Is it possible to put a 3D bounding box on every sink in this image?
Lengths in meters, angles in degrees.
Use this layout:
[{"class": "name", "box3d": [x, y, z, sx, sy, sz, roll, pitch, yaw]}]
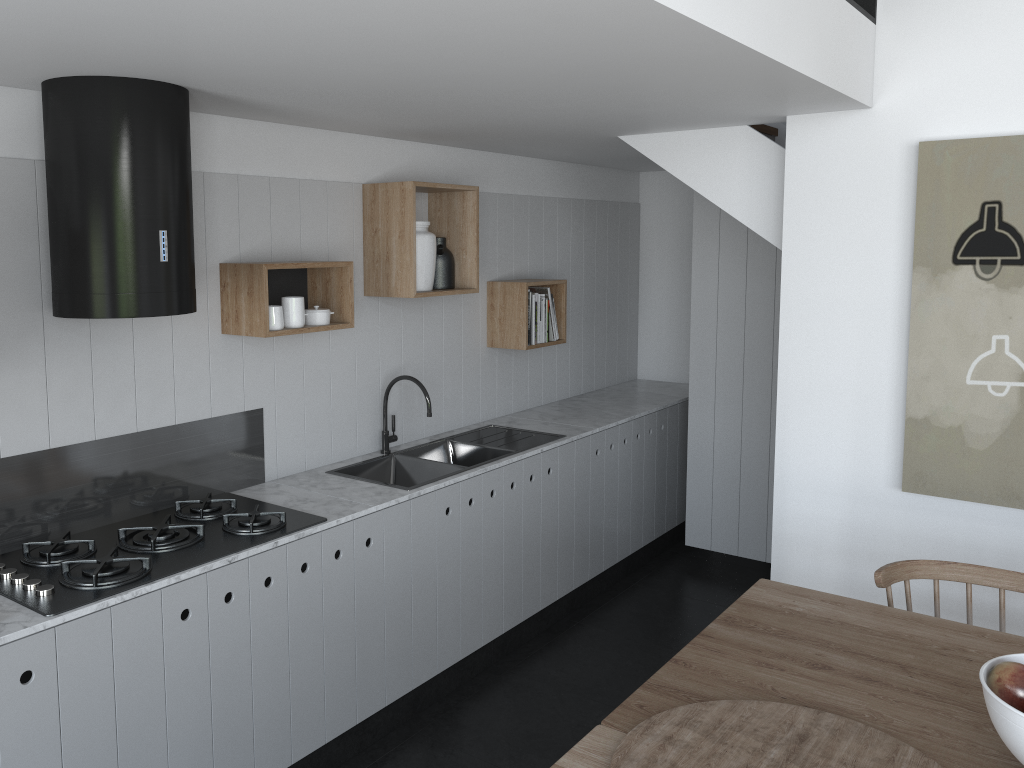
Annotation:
[{"class": "sink", "box3d": [-0.251, 0.387, 3.960, 0.466, 0.165, 1.149, 6, 11, 35]}]

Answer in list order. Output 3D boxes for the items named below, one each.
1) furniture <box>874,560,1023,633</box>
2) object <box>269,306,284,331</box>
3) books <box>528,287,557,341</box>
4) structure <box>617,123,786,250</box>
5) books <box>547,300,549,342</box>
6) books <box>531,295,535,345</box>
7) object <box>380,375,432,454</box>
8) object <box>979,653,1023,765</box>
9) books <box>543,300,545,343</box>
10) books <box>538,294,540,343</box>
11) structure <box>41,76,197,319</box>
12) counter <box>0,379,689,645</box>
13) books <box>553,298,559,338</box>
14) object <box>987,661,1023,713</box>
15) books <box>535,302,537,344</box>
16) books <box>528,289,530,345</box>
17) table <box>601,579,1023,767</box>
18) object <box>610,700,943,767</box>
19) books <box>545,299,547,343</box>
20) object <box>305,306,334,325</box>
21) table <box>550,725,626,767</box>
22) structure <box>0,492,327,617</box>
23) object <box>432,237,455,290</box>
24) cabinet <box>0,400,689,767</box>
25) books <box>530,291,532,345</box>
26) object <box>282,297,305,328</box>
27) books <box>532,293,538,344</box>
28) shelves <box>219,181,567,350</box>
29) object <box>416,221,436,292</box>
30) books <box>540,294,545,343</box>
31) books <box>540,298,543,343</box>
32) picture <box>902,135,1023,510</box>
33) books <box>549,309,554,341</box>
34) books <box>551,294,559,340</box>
[{"class": "furniture", "box3d": [1.501, 0.964, 1.947, 1.402, 0.806, 0.531, 6, 9, 36]}, {"class": "object", "box3d": [-0.869, -0.238, 3.205, 0.082, 0.087, 0.085, -3, 8, -18]}, {"class": "books", "box3d": [0.151, -0.376, 4.729, 0.161, 0.289, 0.095, 5, 8, 36]}, {"class": "structure", "box3d": [2.102, -0.008, 3.475, 3.714, 2.616, 1.031, 6, 9, 36]}, {"class": "books", "box3d": [0.133, -0.336, 4.687, 0.147, 0.222, 0.014, 5, 8, 36]}, {"class": "books", "box3d": [0.049, -0.336, 4.583, 0.168, 0.256, 0.014, 5, 8, 36]}, {"class": "object", "box3d": [-0.453, 0.144, 3.888, 0.298, 0.372, 0.088, 5, 8, 36]}, {"class": "object", "box3d": [0.973, 0.608, 1.504, 0.323, 0.163, 0.308, 5, 10, 32]}, {"class": "books", "box3d": [0.109, -0.334, 4.663, 0.148, 0.225, 0.011, 5, 8, 36]}, {"class": "books", "box3d": [0.077, -0.347, 4.649, 0.168, 0.256, 0.014, 5, 8, 36]}, {"class": "structure", "box3d": [-1.187, -0.648, 2.680, 0.411, 0.864, 0.419, -1, 7, -8]}, {"class": "counter", "box3d": [-0.620, 0.396, 3.485, 0.597, 0.020, 5.980, 6, 11, 35]}, {"class": "books", "box3d": [0.175, -0.355, 4.757, 0.148, 0.220, 0.068, 5, 8, 36]}, {"class": "object", "box3d": [0.977, 0.588, 1.500, 0.236, 0.166, 0.253, -1, 8, -4]}, {"class": "books", "box3d": [0.064, -0.322, 4.611, 0.157, 0.218, 0.018, 5, 8, 36]}, {"class": "books", "box3d": [0.002, -0.348, 4.566, 0.212, 0.284, 0.021, 5, 8, 36]}, {"class": "table", "box3d": [1.279, 1.064, 1.517, 2.104, 0.745, 0.913, 6, 10, 36]}, {"class": "object", "box3d": [0.487, 0.694, 1.442, 0.583, 0.023, 0.698, -6, 11, -32]}, {"class": "books", "box3d": [0.123, -0.336, 4.679, 0.148, 0.227, 0.011, 5, 8, 36]}, {"class": "object", "box3d": [-0.755, -0.267, 3.415, 0.110, 0.073, 0.127, 2, 9, 14]}, {"class": "table", "box3d": [0.754, 1.185, 0.777, 2.104, 0.745, 0.913, 6, 10, 36]}, {"class": "structure", "box3d": [-1.123, 0.477, 2.778, 0.571, 0.048, 0.959, 6, 11, 35]}, {"class": "object", "box3d": [-0.335, -0.553, 4.044, 0.157, 0.235, 0.155, 4, 8, 33]}, {"class": "cabinet", "box3d": [-0.384, 0.804, 3.355, 0.010, 0.743, 5.977, 4, 10, 35]}, {"class": "books", "box3d": [0.005, -0.351, 4.599, 0.234, 0.279, 0.010, 5, 8, 36]}, {"class": "object", "box3d": [-0.813, -0.265, 3.283, 0.088, 0.115, 0.084, 5, 9, 35]}, {"class": "books", "box3d": [0.066, -0.348, 4.633, 0.165, 0.262, 0.024, 5, 8, 36]}, {"class": "shelves", "box3d": [-0.787, -0.395, 3.403, 0.309, 0.793, 3.493, 4, 10, 35]}, {"class": "object", "box3d": [-0.445, -0.558, 3.868, 0.231, 0.300, 0.228, 1, 7, 9]}, {"class": "books", "box3d": [0.111, -0.350, 4.673, 0.146, 0.253, 0.010, 5, 8, 36]}, {"class": "books", "box3d": [0.095, -0.337, 4.656, 0.154, 0.233, 0.015, 5, 8, 36]}, {"class": "picture", "box3d": [1.938, -0.166, 2.701, 1.337, 1.212, 0.058, 5, 8, 36]}, {"class": "books", "box3d": [0.147, -0.339, 4.727, 0.148, 0.220, 0.068, 5, 8, 36]}, {"class": "books", "box3d": [0.170, -0.364, 4.742, 0.146, 0.247, 0.074, 5, 8, 36]}]
